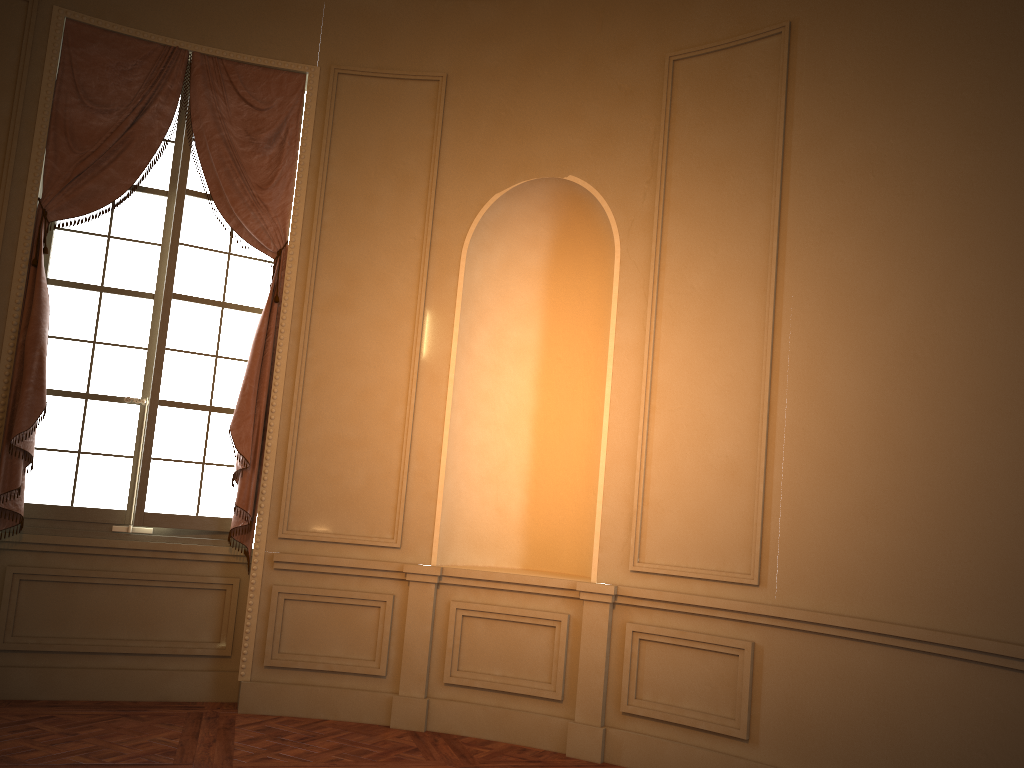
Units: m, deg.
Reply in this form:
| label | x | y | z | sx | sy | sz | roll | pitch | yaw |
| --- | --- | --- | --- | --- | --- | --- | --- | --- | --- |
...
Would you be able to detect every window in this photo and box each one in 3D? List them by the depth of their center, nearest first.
| label | x | y | z | sx | sy | sz | roll | pitch | yaw |
| --- | --- | --- | --- | --- | --- | --- | --- | --- | --- |
| window | -2.023 | -0.517 | 5.138 | 1.329 | 2.827 | 0.151 | 7 | -6 | -18 |

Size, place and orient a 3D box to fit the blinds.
| label | x | y | z | sx | sy | sz | roll | pitch | yaw |
| --- | --- | --- | --- | --- | --- | --- | --- | --- | --- |
| blinds | -1.955 | -0.476 | 4.919 | 1.353 | 2.967 | 0.282 | 7 | -6 | -19 |
